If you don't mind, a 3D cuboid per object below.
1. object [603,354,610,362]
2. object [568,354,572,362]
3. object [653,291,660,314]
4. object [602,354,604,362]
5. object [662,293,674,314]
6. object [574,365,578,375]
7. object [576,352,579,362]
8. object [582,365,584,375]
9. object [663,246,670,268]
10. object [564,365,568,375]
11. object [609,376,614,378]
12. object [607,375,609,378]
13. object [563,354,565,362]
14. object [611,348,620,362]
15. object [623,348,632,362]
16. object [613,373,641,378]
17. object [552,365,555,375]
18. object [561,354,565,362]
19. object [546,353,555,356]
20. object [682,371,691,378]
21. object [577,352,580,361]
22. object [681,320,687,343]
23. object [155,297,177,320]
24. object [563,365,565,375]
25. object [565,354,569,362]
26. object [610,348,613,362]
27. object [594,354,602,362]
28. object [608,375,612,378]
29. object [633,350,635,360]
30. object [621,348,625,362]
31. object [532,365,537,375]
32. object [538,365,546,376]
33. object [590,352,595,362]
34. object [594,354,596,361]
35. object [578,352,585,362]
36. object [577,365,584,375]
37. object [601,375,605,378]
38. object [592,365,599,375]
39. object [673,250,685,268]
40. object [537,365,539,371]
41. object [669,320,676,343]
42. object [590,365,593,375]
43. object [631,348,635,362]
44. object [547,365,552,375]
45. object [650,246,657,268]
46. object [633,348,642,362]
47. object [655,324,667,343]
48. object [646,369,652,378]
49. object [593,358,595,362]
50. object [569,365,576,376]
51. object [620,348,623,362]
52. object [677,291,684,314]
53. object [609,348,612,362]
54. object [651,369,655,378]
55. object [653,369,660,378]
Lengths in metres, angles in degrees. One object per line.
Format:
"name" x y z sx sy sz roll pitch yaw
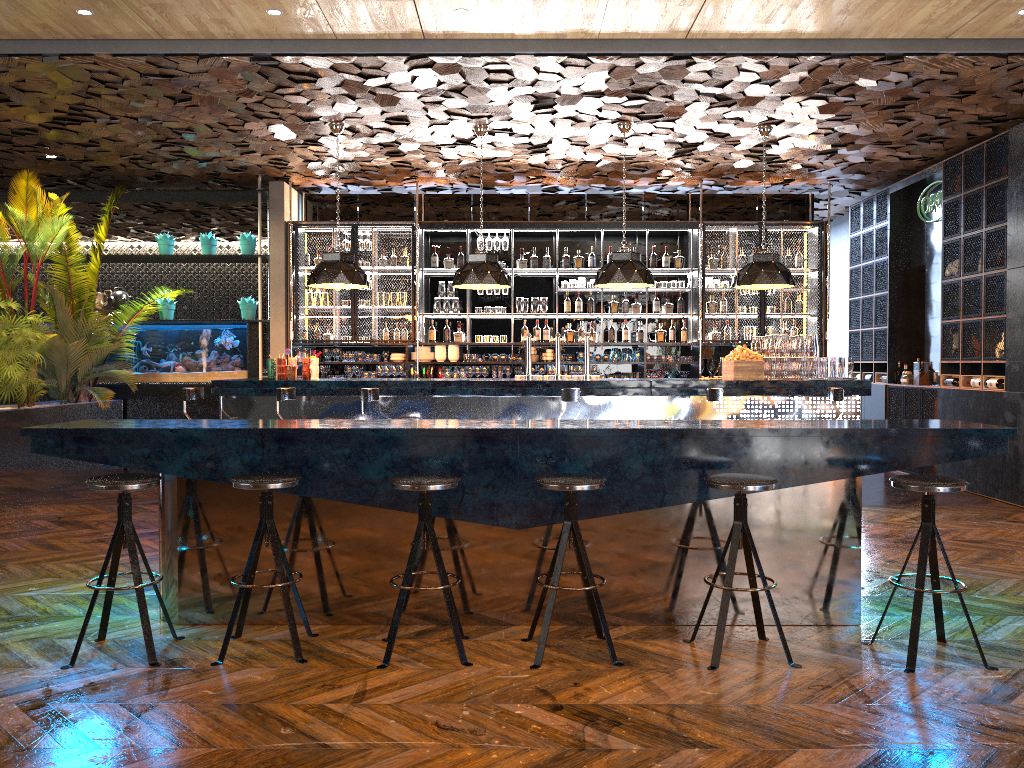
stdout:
"object" 1.183 -0.326 11.103 0.098 0.097 0.098 1 2 34
"object" 0.727 -0.330 11.240 0.058 0.099 0.067 0 1 12
"object" 1.840 -1.034 11.305 0.086 0.298 0.086 -1 2 -41
"object" 1.181 -0.329 11.210 0.098 0.097 0.098 1 2 25
"object" 1.981 -1.023 11.284 0.123 0.279 0.123 0 1 -11
"object" 0.803 -0.126 11.259 0.091 0.229 0.091 1 1 21
"object" 0.871 -0.347 11.372 0.100 0.125 0.100 0 1 13
"object" 0.899 -0.125 11.259 0.091 0.229 0.091 1 2 32
"object" 1.967 -1.605 11.315 0.086 0.298 0.086 -1 2 -41
"object" 0.677 -0.124 11.122 0.049 0.231 0.049 0 1 -5
"object" 1.247 -0.056 11.122 0.067 0.099 0.067 -1 2 -28
"object" 1.244 -0.062 11.344 0.067 0.099 0.067 -1 2 -28
"object" 0.647 -0.331 11.261 0.058 0.099 0.067 0 1 3
"object" 1.296 -0.363 11.079 0.115 0.172 0.101 1 2 30
"object" 1.439 -0.363 11.069 0.115 0.172 0.101 0 1 -15
"object" 1.454 -0.078 11.234 0.356 0.134 0.206 0 1 8
"object" 0.532 -0.125 11.140 0.058 0.234 0.058 0 1 4
"object" 0.627 -0.327 11.097 0.067 0.099 0.058 -1 2 -44
"object" 0.478 -0.359 11.178 0.094 0.069 0.106 1 2 42
"object" 2.187 -0.084 11.131 0.107 0.152 0.107 1 2 26
"object" 0.873 -0.344 11.254 0.100 0.125 0.100 -1 2 -42
"object" 2.194 -0.669 11.306 0.080 0.299 0.080 0 1 3
"object" -4.385 -0.959 11.230 0.265 0.325 0.245 -1 2 -36
"object" 0.674 -0.128 11.311 0.049 0.231 0.049 0 1 3
"object" 0.687 -0.328 11.136 0.067 0.099 0.058 1 2 36
"object" 1.291 -0.366 11.199 0.115 0.172 0.101 0 1 10
"object" 1.080 -0.326 11.109 0.098 0.097 0.098 -1 1 -20
"object" 1.247 -0.059 11.247 0.067 0.099 0.067 -1 2 -28
"object" 1.579 -0.366 11.194 0.115 0.172 0.101 0 1 -15
"object" 1.435 -0.366 11.197 0.101 0.172 0.115 1 2 30
"object" 0.260 -0.122 11.147 0.108 0.227 0.108 0 1 -8
"object" 0.375 -0.122 11.147 0.108 0.227 0.108 -1 2 -30
"object" 0.983 -0.342 11.133 0.108 0.126 0.108 1 2 34
"object" 1.082 -0.329 11.210 0.098 0.097 0.098 1 2 38
"object" 0.872 -0.341 11.131 0.100 0.125 0.100 1 2 39
"object" 0.863 -0.123 11.146 0.091 0.229 0.091 -1 2 -42
"object" 1.142 -0.057 11.125 0.067 0.100 0.067 0 1 -8
"object" 1.051 -0.123 11.143 0.091 0.229 0.091 -1 2 -28
"object" 2.126 -1.578 11.284 0.151 0.248 0.094 1 2 29
"object" 0.379 -0.128 11.388 0.108 0.227 0.108 1 2 36
"object" 2.049 -0.669 11.320 0.086 0.298 0.086 -1 2 -41
"object" 0.994 -0.125 11.257 0.091 0.229 0.091 0 1 -6
"object" 1.571 -0.369 11.321 0.115 0.172 0.101 0 1 10
"object" 0.474 -0.125 11.131 0.058 0.234 0.058 1 2 43
"object" 1.802 -1.605 11.288 0.086 0.299 0.086 -1 2 -41
"object" 1.572 -0.363 11.077 0.101 0.172 0.115 1 2 30
"object" 1.894 -0.644 11.306 0.151 0.248 0.094 0 1 9
"object" 1.710 -0.094 11.107 0.089 0.174 0.089 -1 2 -39
"object" 1.078 -0.333 11.391 0.098 0.097 0.098 0 1 -8
"object" 0.760 -0.123 11.141 0.091 0.229 0.091 0 1 -14
"object" 1.432 -0.369 11.317 0.101 0.172 0.115 0 1 5
"object" 2.151 -1.034 11.300 0.086 0.299 0.086 -1 2 -41
"object" 1.298 -0.369 11.322 0.115 0.172 0.101 0 1 -15
"object" 1.796 -0.098 11.264 0.089 0.174 0.089 -1 2 -39
"object" 1.818 -0.096 11.167 0.089 0.174 0.089 -1 2 -39
